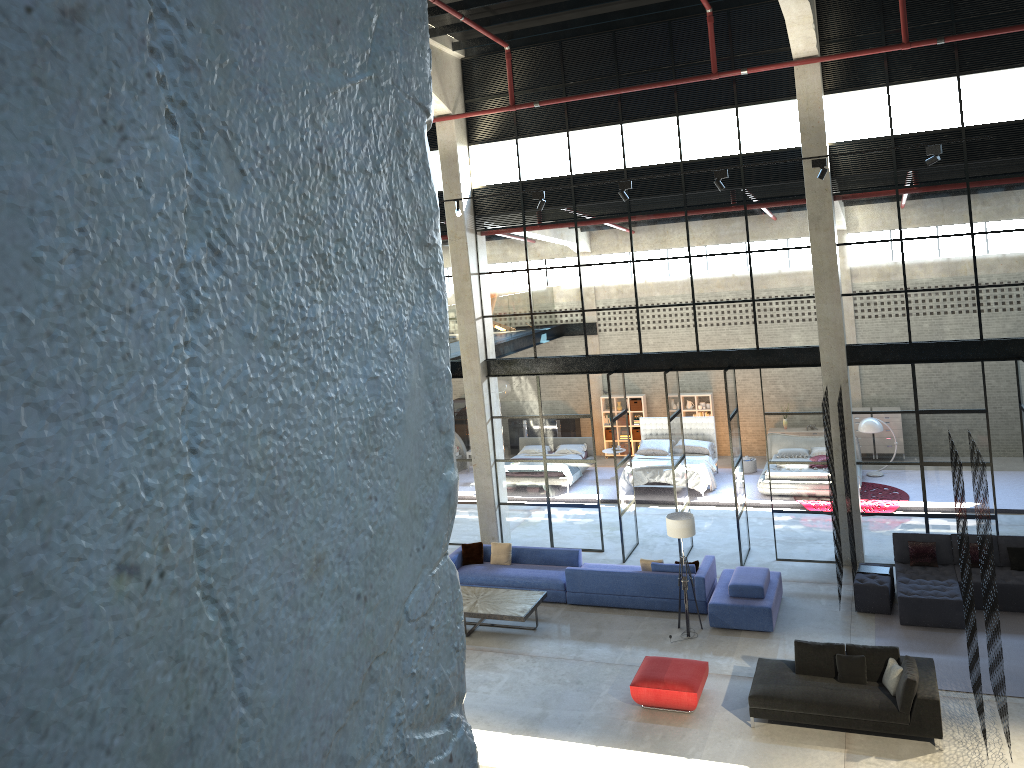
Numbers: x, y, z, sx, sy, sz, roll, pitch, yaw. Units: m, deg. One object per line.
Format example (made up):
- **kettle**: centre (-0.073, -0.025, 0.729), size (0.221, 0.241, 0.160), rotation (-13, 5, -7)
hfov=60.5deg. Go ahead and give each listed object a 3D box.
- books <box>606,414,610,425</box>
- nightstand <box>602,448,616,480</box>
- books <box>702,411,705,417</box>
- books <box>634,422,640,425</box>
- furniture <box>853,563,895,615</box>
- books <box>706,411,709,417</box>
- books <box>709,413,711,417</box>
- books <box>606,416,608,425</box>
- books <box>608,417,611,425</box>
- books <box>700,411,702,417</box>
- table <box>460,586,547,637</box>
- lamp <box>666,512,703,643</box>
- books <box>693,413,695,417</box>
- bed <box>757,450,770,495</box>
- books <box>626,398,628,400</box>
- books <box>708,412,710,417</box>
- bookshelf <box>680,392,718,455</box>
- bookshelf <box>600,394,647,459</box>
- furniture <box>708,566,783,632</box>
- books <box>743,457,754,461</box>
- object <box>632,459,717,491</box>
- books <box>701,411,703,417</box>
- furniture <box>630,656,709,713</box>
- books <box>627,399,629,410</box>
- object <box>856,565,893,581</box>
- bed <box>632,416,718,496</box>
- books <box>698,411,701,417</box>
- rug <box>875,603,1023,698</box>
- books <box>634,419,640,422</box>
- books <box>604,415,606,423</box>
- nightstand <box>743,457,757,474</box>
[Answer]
- **books**: centre (2.742, 1.012, 24.922), size (0.048, 0.287, 0.186), rotation (-5, 2, 23)
- **nightstand**: centre (2.618, 2.036, 22.274), size (0.602, 0.699, 0.604), rotation (-5, 3, -6)
- **books**: centre (5.248, 0.909, 23.903), size (0.055, 0.341, 0.255), rotation (-5, 2, 23)
- **books**: centre (3.570, 1.091, 24.609), size (0.255, 0.071, 0.216), rotation (-2, 8, 22)
- **furniture**: centre (5.672, 3.183, 13.728), size (0.507, 0.454, 0.971), rotation (-3, 7, 28)
- **books**: centre (5.318, 0.913, 23.874), size (0.036, 0.332, 0.255), rotation (-5, 2, 23)
- **books**: centre (5.386, 0.940, 23.838), size (0.022, 0.274, 0.255), rotation (-5, 3, 23)
- **books**: centre (2.723, 1.024, 24.936), size (0.033, 0.261, 0.176), rotation (-5, 2, 23)
- **books**: centre (2.792, 1.049, 24.918), size (0.074, 0.204, 0.160), rotation (-5, 3, 23)
- **books**: centre (5.182, 0.915, 23.930), size (0.059, 0.334, 0.255), rotation (-5, 2, 23)
- **table**: centre (-0.558, 3.682, 14.179), size (2.056, 0.398, 1.038), rotation (-2, 8, 22)
- **lamp**: centre (2.572, 2.883, 13.145), size (0.428, 1.743, 0.672), rotation (-5, 1, 20)
- **books**: centre (4.960, 0.956, 23.968), size (0.089, 0.276, 0.188), rotation (-5, 2, 23)
- **bed**: centre (6.894, 1.827, 20.313), size (2.233, 0.923, 2.585), rotation (-2, 8, 22)
- **books**: centre (3.248, 0.570, 24.739), size (0.087, 0.320, 0.255), rotation (-5, 3, 23)
- **books**: centre (5.366, 0.931, 23.855), size (0.027, 0.288, 0.255), rotation (-5, 3, 23)
- **bookshelf**: centre (4.936, 1.148, 24.053), size (1.235, 1.757, 0.331), rotation (-4, 0, 22)
- **bookshelf**: centre (3.197, 1.201, 24.757), size (1.235, 1.757, 0.331), rotation (-4, 0, 22)
- **furniture**: centre (3.671, 3.264, 13.764), size (0.946, 0.553, 1.554), rotation (-2, 7, 23)
- **books**: centre (5.868, 1.864, 21.774), size (0.227, 0.046, 0.304), rotation (-1, 9, 28)
- **object**: centre (3.661, 2.142, 20.793), size (2.271, 0.658, 0.659), rotation (-1, 5, 25)
- **books**: centre (5.226, 0.911, 23.932), size (0.064, 0.334, 0.255), rotation (-5, 2, 23)
- **furniture**: centre (2.052, 3.865, 11.339), size (0.851, 0.376, 0.864), rotation (-2, 7, 22)
- **books**: centre (3.279, 0.569, 24.727), size (0.087, 0.320, 0.255), rotation (-5, 3, 23)
- **object**: centre (5.720, 2.977, 13.855), size (0.516, 0.099, 0.304), rotation (-1, 8, 27)
- **bed**: centre (3.805, 1.727, 21.242), size (2.210, 1.415, 2.342), rotation (-3, 6, 22)
- **books**: centre (5.140, 0.917, 23.948), size (0.068, 0.335, 0.255), rotation (-5, 2, 23)
- **rug**: centre (6.838, 3.584, 11.786), size (3.614, 0.020, 2.678), rotation (-2, 9, 22)
- **books**: centre (3.563, 1.012, 24.609), size (0.255, 0.047, 0.216), rotation (-2, 8, 22)
- **books**: centre (2.657, 1.025, 24.963), size (0.019, 0.261, 0.176), rotation (-5, 2, 23)
- **nightstand**: centre (5.794, 2.023, 21.843), size (0.577, 0.299, 0.485), rotation (-3, 6, 19)
